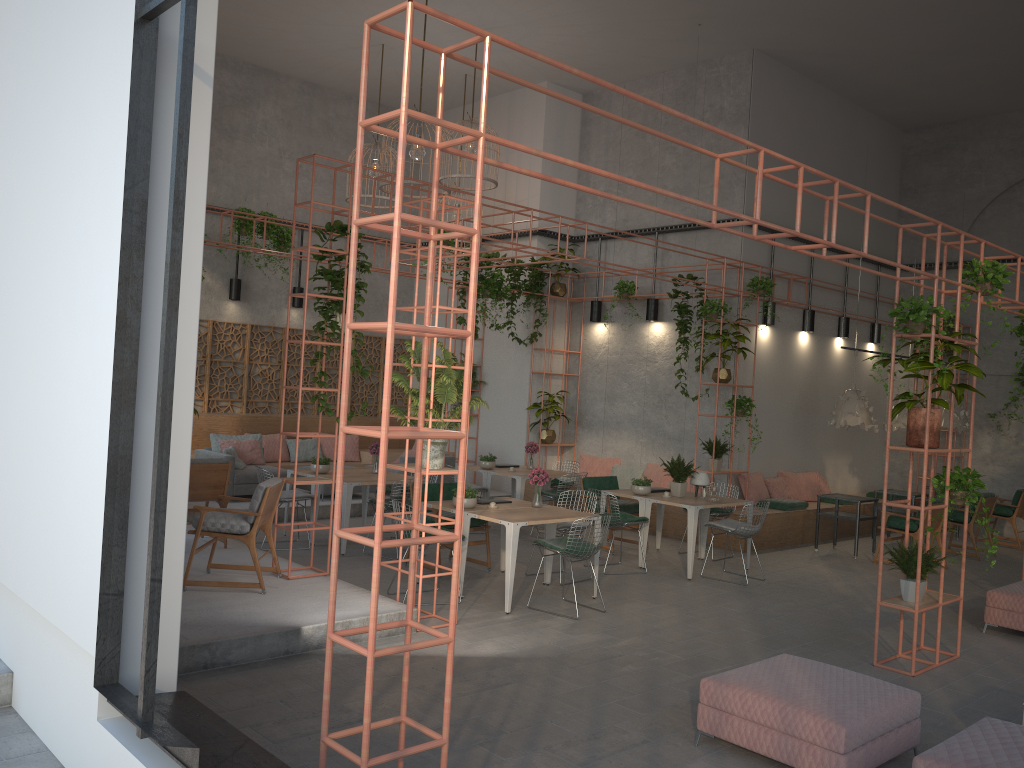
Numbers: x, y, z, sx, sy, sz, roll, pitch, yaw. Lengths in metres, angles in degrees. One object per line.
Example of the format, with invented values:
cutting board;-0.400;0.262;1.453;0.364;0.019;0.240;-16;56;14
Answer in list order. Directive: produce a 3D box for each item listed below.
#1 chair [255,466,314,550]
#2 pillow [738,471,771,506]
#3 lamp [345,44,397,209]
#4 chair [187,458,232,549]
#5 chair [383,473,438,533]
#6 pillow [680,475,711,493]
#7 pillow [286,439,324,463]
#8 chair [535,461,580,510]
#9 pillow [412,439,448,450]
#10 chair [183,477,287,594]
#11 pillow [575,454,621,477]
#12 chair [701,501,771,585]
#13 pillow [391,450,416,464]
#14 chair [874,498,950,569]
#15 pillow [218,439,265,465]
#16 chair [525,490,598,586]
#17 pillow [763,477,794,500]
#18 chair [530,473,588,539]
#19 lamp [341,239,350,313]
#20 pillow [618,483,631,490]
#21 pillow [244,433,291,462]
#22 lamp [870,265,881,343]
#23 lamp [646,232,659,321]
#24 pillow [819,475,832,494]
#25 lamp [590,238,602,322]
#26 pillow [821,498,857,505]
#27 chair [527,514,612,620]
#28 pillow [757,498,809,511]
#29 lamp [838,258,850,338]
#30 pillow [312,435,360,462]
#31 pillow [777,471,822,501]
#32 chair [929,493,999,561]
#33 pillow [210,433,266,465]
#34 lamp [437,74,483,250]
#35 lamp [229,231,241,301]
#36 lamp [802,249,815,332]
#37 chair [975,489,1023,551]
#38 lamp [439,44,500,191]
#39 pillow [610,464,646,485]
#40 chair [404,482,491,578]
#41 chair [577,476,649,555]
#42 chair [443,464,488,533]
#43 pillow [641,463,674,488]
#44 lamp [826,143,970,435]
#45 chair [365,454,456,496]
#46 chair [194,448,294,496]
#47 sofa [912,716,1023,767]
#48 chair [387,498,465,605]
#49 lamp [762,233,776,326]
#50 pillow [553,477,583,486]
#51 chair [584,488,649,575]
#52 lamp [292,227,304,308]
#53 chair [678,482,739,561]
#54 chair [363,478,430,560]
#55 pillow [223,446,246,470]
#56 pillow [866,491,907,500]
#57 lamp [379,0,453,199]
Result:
chair;-2.699;1.450;10.515;0.717;0.941;0.565;4;0;-26
pillow;3.669;1.582;13.393;0.276;0.474;0.839;3;0;38
lamp;-2.078;-4.589;13.988;0.883;3.476;0.883;3;0;10
chair;-3.397;1.218;9.239;0.722;0.929;0.685;4;0;-43
chair;-1.345;1.534;11.782;0.717;0.941;0.565;4;0;-41
pillow;2.724;1.571;13.513;0.666;0.385;0.289;3;0;43
pillow;-3.498;1.125;15.005;0.289;0.385;0.666;3;0;43
chair;0.659;1.658;13.640;0.717;0.941;0.565;4;0;-41
pillow;-1.433;1.154;14.856;0.273;0.476;0.836;4;0;-42
chair;-2.389;1.285;7.724;0.685;0.914;0.722;3;0;-3
pillow;1.437;1.447;14.940;0.839;0.474;0.276;3;0;38
chair;2.577;1.770;10.204;0.717;0.941;0.565;3;0;43
pillow;-1.714;1.202;14.762;0.479;0.317;0.441;3;0;29
chair;5.303;1.947;11.721;0.722;0.929;0.685;4;0;-43
pillow;-4.030;1.024;13.222;0.666;0.385;0.289;4;0;-42
chair;0.546;1.646;9.665;0.717;0.941;0.565;4;0;-41
pillow;4.151;1.658;13.814;0.289;0.385;0.666;3;0;43
chair;0.663;1.656;12.276;0.717;0.941;0.565;3;0;43
lamp;-3.078;-2.038;16.527;0.179;1.436;0.185;4;0;-43
pillow;1.777;1.653;13.937;0.491;0.149;0.637;4;0;-42
pillow;-4.001;1.047;14.564;0.276;0.474;0.839;3;0;38
lamp;6.644;-1.456;16.135;0.179;1.425;0.185;4;0;-43
lamp;2.282;-1.723;14.209;0.185;1.425;0.179;4;0;-43
pillow;5.090;1.716;14.685;0.289;0.385;0.666;3;0;43
lamp;1.463;-1.771;15.095;0.185;1.425;0.179;4;0;-43
pillow;5.291;1.866;14.331;0.637;0.149;0.491;4;0;-42
chair;0.550;1.644;8.300;0.717;0.941;0.565;3;0;43
pillow;4.023;1.788;13.155;0.637;0.149;0.491;4;0;-42
lamp;5.759;-1.510;15.314;0.179;1.425;0.185;4;0;-43
pillow;-3.063;1.105;15.434;0.839;0.474;0.276;4;0;-22
pillow;4.637;1.641;14.231;0.839;0.474;0.276;4;0;-22
chair;6.600;2.028;12.924;0.722;0.930;0.685;4;0;-43
pillow;-4.120;0.987;13.342;0.839;0.474;0.276;4;0;-42
lamp;-0.858;-4.094;15.112;0.883;3.476;0.883;3;0;10
lamp;-4.666;-2.137;15.054;0.185;1.436;0.185;3;0;-2
lamp;4.882;-1.565;14.500;0.179;1.425;0.185;4;0;-43
chair;7.869;2.106;14.101;0.722;0.930;0.685;4;0;-43
lamp;-0.548;-4.715;13.219;0.883;3.476;0.883;3;0;10
pillow;1.854;1.520;14.454;0.666;0.385;0.289;3;0;43
chair;-0.699;1.575;9.767;0.722;0.917;0.685;4;0;-43
chair;1.328;1.700;11.670;0.722;0.917;0.685;4;0;-43
chair;-0.696;1.574;12.373;0.717;0.941;0.565;4;0;-26
pillow;2.274;1.496;13.971;0.276;0.474;0.839;4;0;-22
lamp;6.188;-1.269;13.647;4.456;4.052;0.704;4;0;-43
chair;-1.678;1.452;14.503;1.052;0.672;1.127;4;0;-43
chair;-3.913;1.271;12.982;1.127;0.586;1.056;4;0;-43
sofa;3.278;1.944;4.217;2.219;0.672;1.960;4;0;-43
chair;-0.808;1.562;8.397;0.717;0.941;0.565;4;0;-26
lamp;3.997;-1.619;13.680;0.179;1.425;0.185;4;0;-43
pillow;1.066;1.611;14.707;0.491;0.149;0.637;4;0;-42
chair;1.219;1.687;10.302;0.717;0.941;0.565;4;0;-26
lamp;-3.796;-2.083;15.862;0.185;1.436;0.185;3;0;-2
chair;2.573;1.771;11.569;0.717;0.941;0.565;4;0;-41
chair;-1.341;1.532;10.418;0.717;0.941;0.565;3;0;43
pillow;-4.003;1.075;12.841;0.307;0.324;0.499;3;0;-8
pillow;6.590;1.947;15.536;0.637;0.149;0.491;4;0;-42
lamp;-1.093;-4.114;10.964;0.883;3.476;0.883;3;0;10
